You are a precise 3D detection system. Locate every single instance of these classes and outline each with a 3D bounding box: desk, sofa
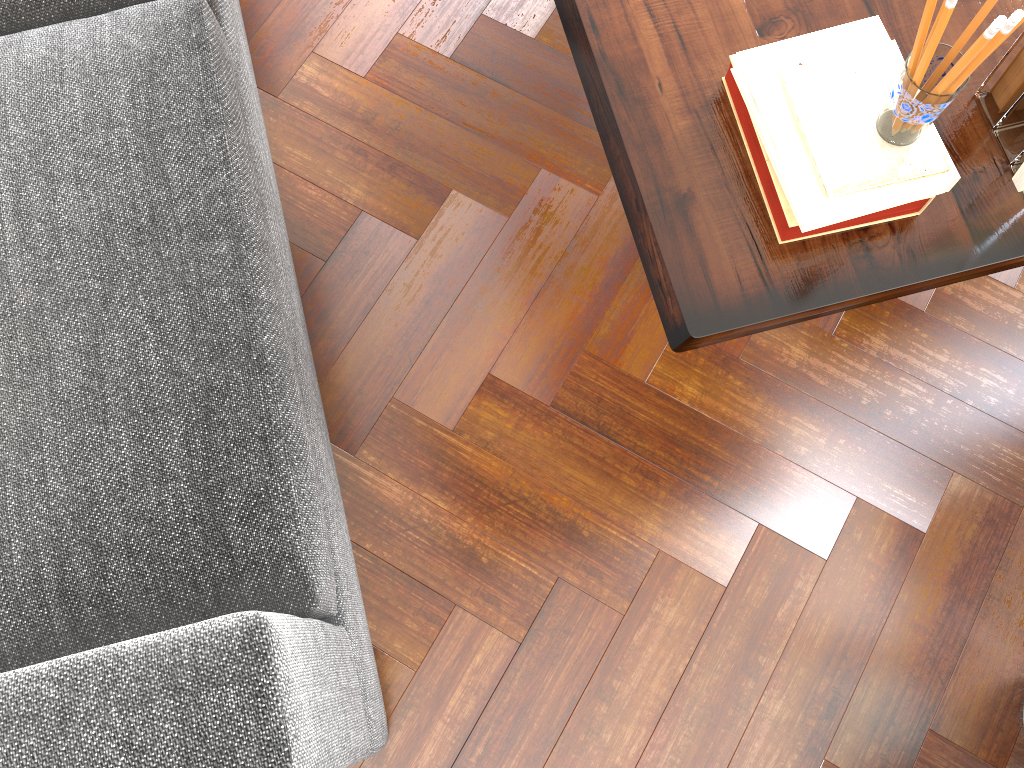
[{"bbox_3d":[0.393,-1.073,1.629,1.029,0.756,2.213,-14,73,-4],"label":"desk"},{"bbox_3d":[-1.138,-0.554,1.495,1.261,0.834,2.629,-14,73,-4],"label":"sofa"}]

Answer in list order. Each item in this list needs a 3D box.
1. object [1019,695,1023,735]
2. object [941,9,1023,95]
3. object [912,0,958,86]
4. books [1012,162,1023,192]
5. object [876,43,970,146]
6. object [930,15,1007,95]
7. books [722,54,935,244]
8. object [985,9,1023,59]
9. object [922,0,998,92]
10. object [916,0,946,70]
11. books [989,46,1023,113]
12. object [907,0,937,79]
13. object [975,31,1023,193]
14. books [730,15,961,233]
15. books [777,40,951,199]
[{"bbox_3d":[0.967,0.542,1.386,0.260,0.307,0.260,38,77,12],"label":"object"},{"bbox_3d":[0.399,-0.273,0.787,0.008,0.196,0.038,11,72,4],"label":"object"},{"bbox_3d":[0.368,-0.286,0.791,0.036,0.196,0.008,-2,72,0],"label":"object"},{"bbox_3d":[0.686,-0.301,0.871,0.310,0.241,0.042,-14,72,-4],"label":"books"},{"bbox_3d":[0.393,-0.276,0.859,0.058,0.091,0.058,-27,74,-8],"label":"object"},{"bbox_3d":[0.388,-0.271,0.787,0.008,0.195,0.044,15,73,5],"label":"object"},{"bbox_3d":[0.340,-0.272,0.967,0.159,0.040,0.214,-12,73,-3],"label":"books"},{"bbox_3d":[0.418,-0.291,0.792,0.032,0.197,0.008,28,74,9],"label":"object"},{"bbox_3d":[0.412,-0.317,0.802,0.008,0.194,0.049,43,77,13],"label":"object"},{"bbox_3d":[0.386,-0.323,0.804,0.008,0.194,0.049,-10,72,-3],"label":"object"},{"bbox_3d":[0.642,-0.359,0.949,0.221,0.125,0.028,-14,72,-4],"label":"books"},{"bbox_3d":[0.364,-0.298,0.797,0.049,0.194,0.008,8,72,3],"label":"object"},{"bbox_3d":[0.652,-0.314,0.911,0.228,0.167,0.149,-14,73,-4],"label":"object"},{"bbox_3d":[0.347,-0.276,0.933,0.164,0.029,0.206,-16,73,-4],"label":"books"},{"bbox_3d":[0.360,-0.274,0.912,0.128,0.008,0.158,-13,73,-3],"label":"books"}]
